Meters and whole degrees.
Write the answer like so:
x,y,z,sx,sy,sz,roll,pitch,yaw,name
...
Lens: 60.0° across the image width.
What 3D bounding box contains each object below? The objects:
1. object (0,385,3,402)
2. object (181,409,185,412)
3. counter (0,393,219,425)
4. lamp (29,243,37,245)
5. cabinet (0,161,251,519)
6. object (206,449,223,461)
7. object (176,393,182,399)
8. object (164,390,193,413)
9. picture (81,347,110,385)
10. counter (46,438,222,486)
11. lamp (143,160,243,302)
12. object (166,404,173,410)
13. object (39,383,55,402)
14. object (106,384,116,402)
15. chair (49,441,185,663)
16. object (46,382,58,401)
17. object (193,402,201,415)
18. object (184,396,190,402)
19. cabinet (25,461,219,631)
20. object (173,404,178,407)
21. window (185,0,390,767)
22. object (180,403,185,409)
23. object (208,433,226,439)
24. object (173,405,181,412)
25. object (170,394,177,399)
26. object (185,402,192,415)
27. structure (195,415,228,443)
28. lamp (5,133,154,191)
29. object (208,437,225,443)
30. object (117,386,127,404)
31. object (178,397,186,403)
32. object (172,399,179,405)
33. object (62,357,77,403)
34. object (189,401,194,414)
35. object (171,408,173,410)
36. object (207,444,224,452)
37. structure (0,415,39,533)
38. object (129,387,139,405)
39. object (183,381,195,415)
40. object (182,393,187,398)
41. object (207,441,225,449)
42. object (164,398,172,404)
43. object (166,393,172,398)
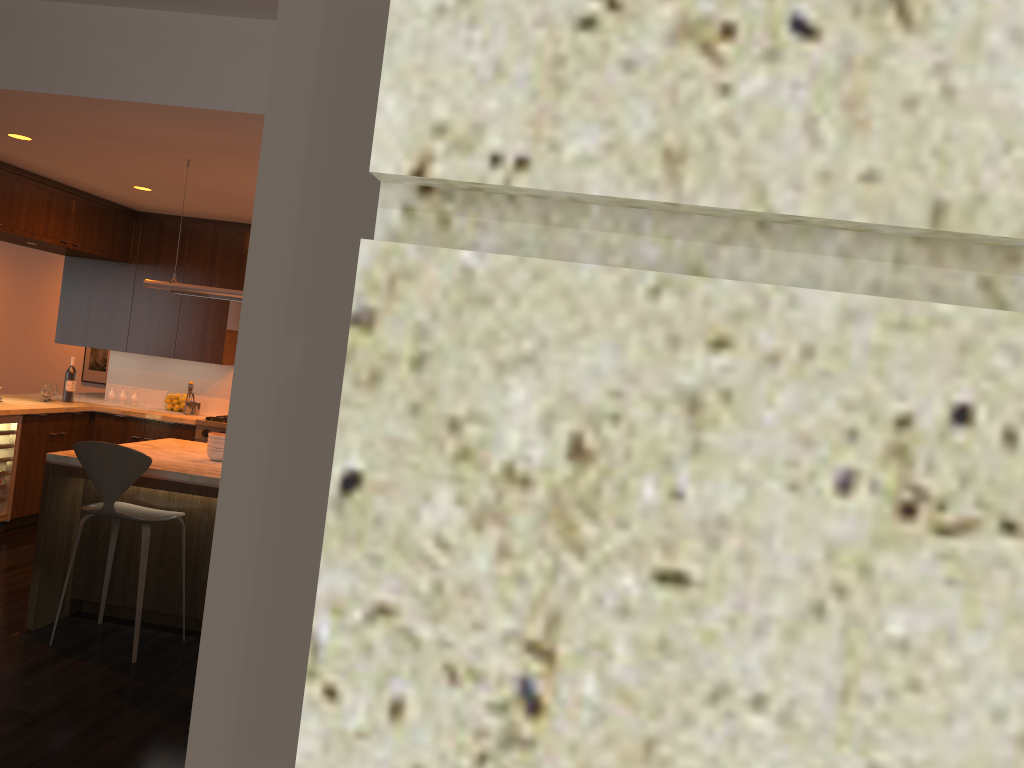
x,y,z,sx,sy,sz,roll,pitch,yaw,name
-3.912,-0.006,6.591,0.231,0.266,0.191,7,1,9,object
-2.855,0.218,7.718,0.051,0.053,0.063,7,1,-43,object
-2.414,0.331,7.068,3.616,0.038,3.187,7,1,6,counter
-3.666,-1.073,6.771,0.068,0.004,0.068,7,1,-13,lamp
-1.516,-0.145,5.785,5.521,2.997,7.728,7,1,6,cabinet
-1.665,0.405,5.032,0.140,0.059,0.139,7,1,-2,object
-2.910,0.109,7.736,0.063,0.053,0.051,8,1,41,object
-2.909,0.153,7.745,0.207,0.175,0.189,7,1,4,object
-5.424,-0.602,11.698,0.398,1.200,0.012,7,1,6,picture
-0.966,0.543,5.005,2.711,0.038,1.280,7,1,6,counter
-0.829,-0.763,4.956,2.465,0.765,0.120,7,1,6,lamp
-2.965,0.197,7.683,0.052,0.057,0.060,8,1,41,object
-3.732,0.068,7.113,0.112,0.151,0.112,8,1,25,object
-3.545,0.080,7.848,0.079,0.154,0.079,7,1,-11,object
-1.956,0.800,4.479,0.520,1.047,0.506,7,1,11,chair
-3.778,0.060,7.260,0.112,0.151,0.112,8,1,25,object
-2.704,0.214,7.606,0.060,0.106,0.060,8,1,38,object
-2.844,0.132,7.749,0.051,0.053,0.063,7,1,-38,object
-1.024,0.997,5.010,2.713,0.876,1.281,7,1,6,cabinet
-2.923,0.202,7.729,0.057,0.060,0.052,6,1,-45,object
-1.159,-0.219,0.554,2.310,2.201,0.152,7,1,8,window
-2.848,0.191,7.677,0.052,0.054,0.061,7,1,16,object
-1.654,0.316,5.031,0.140,0.062,0.139,7,1,15,object
-2.905,0.210,7.690,0.064,0.063,0.074,7,1,-30,object
-2.932,0.110,7.680,0.063,0.051,0.053,7,1,-3,object
-2.751,0.209,7.532,0.060,0.106,0.060,8,1,38,object
-1.984,0.347,7.490,1.067,0.422,0.824,7,1,6,structure
-7.727,-2.158,8.427,16.431,0.171,5.868,7,1,6,lamp
-1.656,0.337,5.031,0.140,0.064,0.139,7,1,-19,object
-3.439,0.094,7.834,0.079,0.154,0.079,7,1,-11,object
-2.862,0.142,7.694,0.061,0.052,0.053,7,1,-38,object
-2.918,0.157,7.687,0.052,0.053,0.062,7,1,11,object
-3.641,-0.038,7.314,0.094,0.378,0.095,8,1,32,object
-2.764,0.206,7.650,0.060,0.106,0.060,8,1,38,object
-2.981,0.201,7.739,0.061,0.053,0.053,7,1,-8,object
-1.662,0.381,5.032,0.140,0.068,0.139,7,1,-11,object
-2.460,0.793,7.137,3.400,0.862,3.060,7,1,6,structure
-3.330,0.108,7.820,0.079,0.154,0.079,7,1,-11,object
-2.751,0.118,7.539,0.088,0.288,0.101,8,1,36,object
-2.878,0.114,7.805,0.059,0.060,0.050,8,1,39,object
-1.658,0.359,5.031,0.140,0.062,0.139,7,1,6,object
-2.979,0.148,7.683,0.063,0.051,0.053,7,1,8,object
-2.975,0.108,7.712,0.057,0.060,0.052,8,1,27,object
